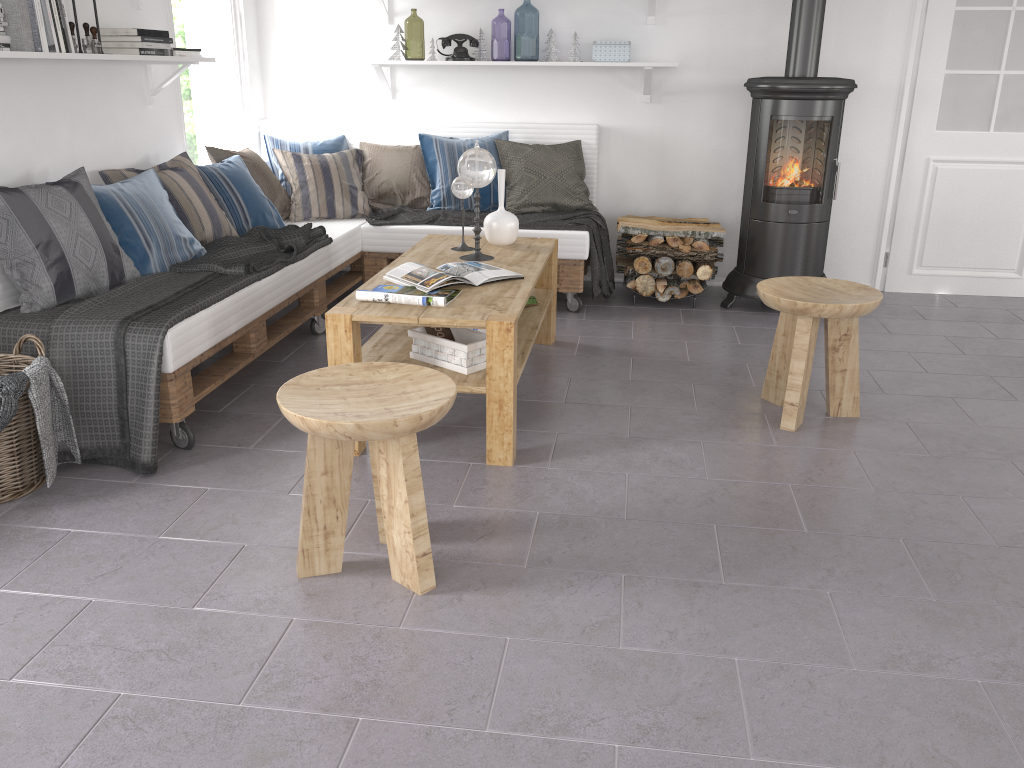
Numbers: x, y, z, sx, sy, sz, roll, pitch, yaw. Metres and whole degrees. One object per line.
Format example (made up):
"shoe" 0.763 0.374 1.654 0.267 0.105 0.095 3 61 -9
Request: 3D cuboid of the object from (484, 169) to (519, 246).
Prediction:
"object" -0.046 -0.763 3.843 0.155 0.325 0.155 -7 21 -21

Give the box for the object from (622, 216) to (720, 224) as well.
"object" 0.878 -0.888 4.935 0.541 0.070 0.101 3 20 8

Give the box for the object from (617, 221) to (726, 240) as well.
"object" 0.846 -0.822 4.737 0.571 0.079 0.115 3 20 8

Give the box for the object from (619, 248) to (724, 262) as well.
"object" 0.866 -0.710 4.848 0.562 0.063 0.095 3 20 8

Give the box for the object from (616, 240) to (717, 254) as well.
"object" 0.845 -0.756 4.866 0.538 0.082 0.099 3 20 7

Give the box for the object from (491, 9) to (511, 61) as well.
"object" -0.059 -1.919 4.882 0.111 0.270 0.111 10 22 24

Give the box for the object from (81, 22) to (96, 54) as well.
"object" -1.624 -1.321 3.395 0.032 0.117 0.058 7 21 18

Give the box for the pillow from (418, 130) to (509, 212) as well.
"pillow" -0.236 -1.179 4.933 0.526 0.428 0.311 -4 20 -13

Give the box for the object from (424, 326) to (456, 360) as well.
"object" -0.244 -0.162 3.060 0.090 0.139 0.182 -9 22 -26

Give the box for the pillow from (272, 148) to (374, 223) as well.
"pillow" -1.026 -1.095 4.901 0.516 0.392 0.358 -8 21 -22

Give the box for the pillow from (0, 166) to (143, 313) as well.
"pillow" -1.602 -0.507 3.114 0.301 0.444 0.534 9 21 23

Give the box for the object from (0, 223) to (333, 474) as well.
"object" -1.275 -0.282 3.585 0.685 0.533 1.892 3 20 7

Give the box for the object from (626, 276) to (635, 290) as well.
"object" 0.679 -0.625 5.049 0.052 0.056 0.561 3 20 7

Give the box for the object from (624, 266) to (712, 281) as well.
"object" 0.849 -0.601 4.842 0.468 0.069 0.095 3 20 7

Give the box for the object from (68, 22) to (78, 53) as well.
"object" -1.650 -1.300 3.334 0.032 0.117 0.058 -6 20 -17

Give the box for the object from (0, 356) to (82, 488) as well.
"object" -1.536 0.120 2.640 0.349 0.356 0.290 1 20 2

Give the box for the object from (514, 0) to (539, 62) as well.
"object" 0.081 -1.940 4.847 0.137 0.335 0.137 -1 20 -3

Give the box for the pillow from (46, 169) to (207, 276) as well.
"pillow" -1.496 -0.624 3.540 0.331 0.401 0.525 10 22 25

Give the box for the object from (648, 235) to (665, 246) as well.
"object" 0.799 -0.830 4.903 0.098 0.060 0.467 4 20 10

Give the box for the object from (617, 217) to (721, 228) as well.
"object" 0.855 -0.858 4.838 0.562 0.074 0.095 3 20 8

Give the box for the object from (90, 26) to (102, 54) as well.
"object" -1.581 -1.301 3.363 0.032 0.102 0.058 1 20 3

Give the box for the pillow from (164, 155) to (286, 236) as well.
"pillow" -1.353 -0.883 4.308 0.341 0.408 0.523 9 21 22

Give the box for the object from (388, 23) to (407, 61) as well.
"object" -0.632 -1.918 4.976 0.113 0.195 0.107 5 20 14

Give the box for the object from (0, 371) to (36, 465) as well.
"object" -1.538 0.123 2.579 0.303 0.332 0.367 -13 24 -34

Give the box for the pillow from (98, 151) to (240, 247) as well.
"pillow" -1.473 -0.771 3.892 0.316 0.438 0.546 7 21 19

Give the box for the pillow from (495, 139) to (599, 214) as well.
"pillow" 0.189 -1.140 4.901 0.519 0.395 0.334 -4 20 -14

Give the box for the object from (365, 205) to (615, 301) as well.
"object" -0.144 -0.736 4.925 1.449 0.508 0.716 0 20 -3

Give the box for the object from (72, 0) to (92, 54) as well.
"object" -1.670 -1.398 3.397 0.085 0.259 0.085 -8 21 -22

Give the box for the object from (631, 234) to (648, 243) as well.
"object" 0.715 -0.835 4.907 0.098 0.061 0.467 4 20 8

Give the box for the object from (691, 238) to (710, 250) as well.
"object" 1.029 -0.816 4.870 0.098 0.088 0.466 4 20 8

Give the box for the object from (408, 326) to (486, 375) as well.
"object" -0.201 -0.125 3.021 0.281 0.102 0.155 17 25 38

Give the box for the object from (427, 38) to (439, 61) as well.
"object" -0.437 -1.855 4.908 0.072 0.124 0.068 -2 20 -7

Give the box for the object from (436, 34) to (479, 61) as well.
"object" -0.304 -1.878 4.951 0.203 0.146 0.171 12 23 29

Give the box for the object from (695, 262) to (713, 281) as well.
"object" 1.055 -0.693 4.931 0.118 0.142 0.520 4 20 11

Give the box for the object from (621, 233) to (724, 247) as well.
"object" 0.893 -0.811 4.956 0.562 0.057 0.097 3 20 7

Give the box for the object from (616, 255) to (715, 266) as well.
"object" 0.884 -0.697 5.119 0.569 0.078 0.115 3 20 8

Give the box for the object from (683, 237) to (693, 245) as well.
"object" 0.959 -0.818 4.870 0.044 0.034 0.425 3 20 7

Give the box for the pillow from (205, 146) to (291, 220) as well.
"pillow" -1.365 -1.051 4.692 0.334 0.438 0.545 5 20 12

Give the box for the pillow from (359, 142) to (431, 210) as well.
"pillow" -0.640 -1.155 5.013 0.521 0.381 0.366 2 20 4

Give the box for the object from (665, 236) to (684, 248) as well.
"object" 0.888 -0.826 4.891 0.096 0.068 0.467 3 20 7

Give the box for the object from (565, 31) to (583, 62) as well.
"object" 0.344 -1.855 4.874 0.088 0.161 0.093 6 20 16

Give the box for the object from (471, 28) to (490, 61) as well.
"object" -0.176 -1.902 4.972 0.127 0.176 0.007 5 20 12

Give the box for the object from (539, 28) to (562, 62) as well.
"object" 0.217 -1.880 4.917 0.103 0.178 0.097 -10 22 -27

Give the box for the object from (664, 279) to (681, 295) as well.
"object" 0.893 -0.595 4.973 0.097 0.056 0.562 3 20 7

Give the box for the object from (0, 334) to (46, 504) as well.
"object" -1.581 0.108 2.635 0.393 0.432 0.393 -1 20 -5

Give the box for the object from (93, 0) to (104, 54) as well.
"object" -1.629 -1.427 3.481 0.085 0.259 0.085 -8 21 -22

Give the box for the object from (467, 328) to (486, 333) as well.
"object" -0.168 -0.255 3.312 0.302 0.161 0.302 2 20 4

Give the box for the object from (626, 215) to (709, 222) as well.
"object" 0.881 -0.915 5.016 0.467 0.063 0.095 3 20 7

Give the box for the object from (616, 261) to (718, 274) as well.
"object" 0.875 -0.663 5.018 0.562 0.063 0.095 3 20 8

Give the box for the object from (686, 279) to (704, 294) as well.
"object" 1.011 -0.581 4.959 0.096 0.060 0.467 3 20 7

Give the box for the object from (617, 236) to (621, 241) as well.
"object" 0.862 -0.782 4.991 0.539 0.070 0.101 3 20 8

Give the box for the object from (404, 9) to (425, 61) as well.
"object" -0.542 -1.942 4.935 0.111 0.270 0.111 10 22 24

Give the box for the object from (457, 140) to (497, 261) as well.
"object" -0.139 -0.735 3.544 0.155 0.468 0.155 -4 20 -13

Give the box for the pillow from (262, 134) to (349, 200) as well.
"pillow" -1.154 -1.222 5.139 0.534 0.437 0.287 -6 21 -18

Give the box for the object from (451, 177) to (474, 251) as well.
"object" -0.207 -0.732 3.744 0.109 0.329 0.109 -8 21 -22
